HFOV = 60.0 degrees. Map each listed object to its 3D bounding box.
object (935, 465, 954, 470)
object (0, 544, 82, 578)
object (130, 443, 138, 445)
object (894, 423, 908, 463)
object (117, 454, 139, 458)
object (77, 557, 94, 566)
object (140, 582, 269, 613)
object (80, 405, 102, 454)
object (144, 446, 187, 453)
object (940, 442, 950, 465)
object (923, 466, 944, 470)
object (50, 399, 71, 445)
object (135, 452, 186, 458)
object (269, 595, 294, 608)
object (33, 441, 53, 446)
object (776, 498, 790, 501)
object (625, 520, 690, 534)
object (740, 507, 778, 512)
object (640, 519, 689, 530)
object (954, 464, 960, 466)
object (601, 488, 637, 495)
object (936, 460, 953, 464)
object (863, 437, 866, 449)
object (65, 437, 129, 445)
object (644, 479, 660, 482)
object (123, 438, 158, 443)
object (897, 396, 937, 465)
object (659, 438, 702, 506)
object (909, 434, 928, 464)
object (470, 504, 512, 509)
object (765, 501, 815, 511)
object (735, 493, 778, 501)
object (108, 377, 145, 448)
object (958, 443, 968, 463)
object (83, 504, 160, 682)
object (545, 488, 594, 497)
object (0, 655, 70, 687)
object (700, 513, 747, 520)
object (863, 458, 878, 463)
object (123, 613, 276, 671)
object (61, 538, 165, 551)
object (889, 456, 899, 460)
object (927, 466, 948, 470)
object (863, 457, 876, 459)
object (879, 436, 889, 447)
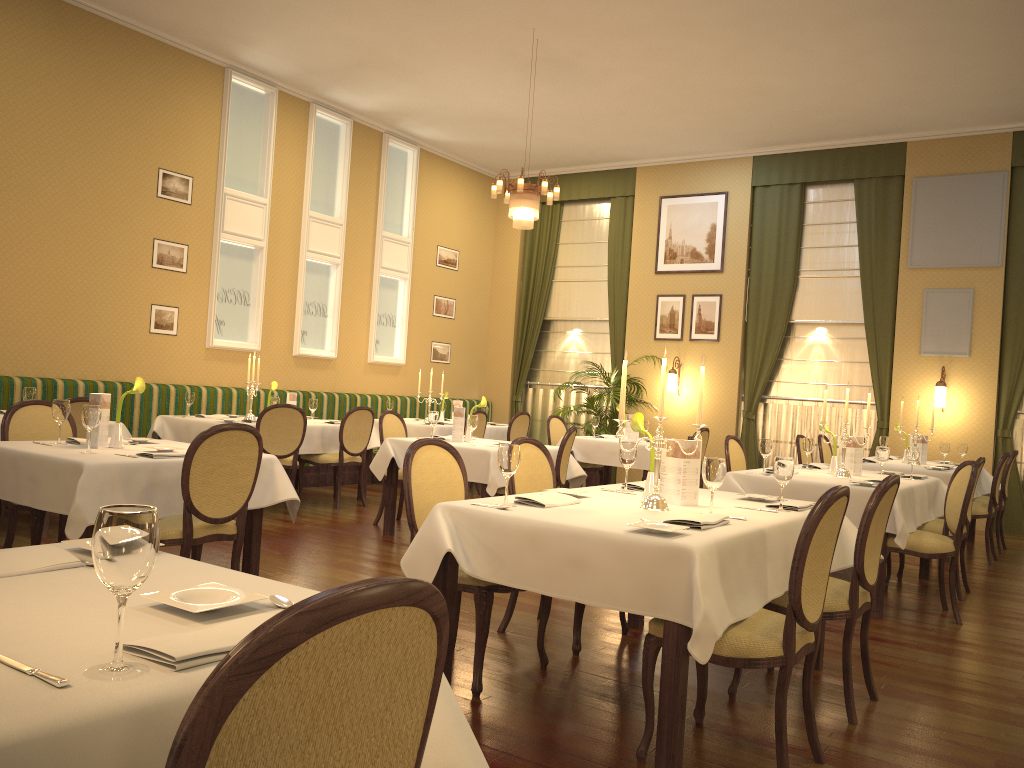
[{"bbox_3d":[3.815,0.737,7.842,0.142,0.033,0.273,4,-1,34],"label":"object"},{"bbox_3d":[-1.031,0.360,1.775,0.142,0.033,0.273,4,-1,34],"label":"object"},{"bbox_3d":[-2.106,0.321,4.862,0.181,0.015,0.038,3,-1,35],"label":"object"},{"bbox_3d":[3.723,0.562,8.446,0.076,0.375,0.163,4,-1,-34],"label":"object"},{"bbox_3d":[-1.826,0.336,4.192,0.185,0.010,0.017,4,-1,34],"label":"object"},{"bbox_3d":[-0.926,0.375,1.905,0.181,0.015,0.038,3,-1,35],"label":"object"},{"bbox_3d":[-0.552,0.393,1.594,0.160,0.024,0.160,4,-1,34],"label":"object"},{"bbox_3d":[-1.999,0.215,4.205,0.088,0.229,0.088,4,0,-8],"label":"object"},{"bbox_3d":[-1.762,0.337,4.505,0.160,0.024,0.160,4,-1,34],"label":"object"},{"bbox_3d":[3.908,0.643,8.013,0.088,0.229,0.088,4,0,-8],"label":"object"},{"bbox_3d":[3.678,0.733,7.736,0.181,0.015,0.038,3,-1,35],"label":"object"},{"bbox_3d":[-2.328,0.196,4.569,0.088,0.229,0.088,4,0,-8],"label":"object"},{"bbox_3d":[-1.665,0.343,4.312,0.142,0.024,0.273,4,-1,34],"label":"object"},{"bbox_3d":[-0.378,0.409,1.612,0.181,0.015,0.038,3,-1,35],"label":"object"},{"bbox_3d":[-2.375,0.302,4.494,0.185,0.010,0.017,3,-1,35],"label":"object"},{"bbox_3d":[1.305,0.543,4.115,0.181,0.015,0.038,3,-1,35],"label":"object"},{"bbox_3d":[0.474,0.473,2.884,0.160,0.024,0.160,4,-1,34],"label":"object"},{"bbox_3d":[1.021,0.523,3.715,0.185,0.010,0.017,4,-1,34],"label":"object"},{"bbox_3d":[0.520,0.481,3.040,0.181,0.015,0.038,3,-1,35],"label":"object"},{"bbox_3d":[4.386,0.785,8.600,0.142,0.024,0.273,4,-1,34],"label":"object"},{"bbox_3d":[0.487,0.490,4.041,0.185,0.010,0.017,3,-1,35],"label":"object"},{"bbox_3d":[4.289,0.779,8.793,0.160,0.024,0.160,4,-1,34],"label":"object"},{"bbox_3d":[3.142,0.592,8.001,0.088,0.229,0.088,4,0,-8],"label":"object"},{"bbox_3d":[-2.211,0.306,4.732,0.142,0.033,0.273,4,-1,34],"label":"object"},{"bbox_3d":[0.776,0.507,4.519,0.160,0.024,0.160,4,-1,34],"label":"object"},{"bbox_3d":[-2.086,0.319,4.972,0.160,0.024,0.160,4,-1,34],"label":"object"},{"bbox_3d":[3.745,0.425,8.213,0.390,0.655,0.131,4,0,0],"label":"object"},{"bbox_3d":[0.707,0.370,3.709,0.166,0.277,0.081,4,0,5],"label":"object"},{"bbox_3d":[3.865,0.622,8.405,0.166,0.277,0.081,4,0,5],"label":"object"},{"bbox_3d":[-0.077,0.443,3.234,0.181,0.015,0.038,3,-1,35],"label":"object"},{"bbox_3d":[1.228,0.533,3.904,0.142,0.024,0.273,4,-1,34],"label":"object"},{"bbox_3d":[1.131,0.527,4.097,0.160,0.024,0.160,4,-1,34],"label":"object"},{"bbox_3d":[-1.989,0.146,4.575,0.163,0.375,0.076,4,-1,11],"label":"object"},{"bbox_3d":[4.244,0.669,8.355,0.088,0.229,0.088,4,0,-8],"label":"object"},{"bbox_3d":[-0.543,0.287,1.237,0.088,0.229,0.088,4,0,-8],"label":"object"},{"bbox_3d":[0.239,0.464,3.752,0.160,0.024,0.160,4,-1,34],"label":"object"},{"bbox_3d":[-0.662,0.388,1.212,0.185,0.010,0.017,4,-1,34],"label":"object"},{"bbox_3d":[0.807,0.506,3.397,0.185,0.010,0.017,4,-1,34],"label":"object"},{"bbox_3d":[3.299,0.705,8.150,0.142,0.033,0.273,4,-1,34],"label":"object"},{"bbox_3d":[-0.455,0.399,1.401,0.142,0.024,0.273,4,-1,34],"label":"object"},{"bbox_3d":[-0.907,0.373,2.015,0.160,0.024,0.160,4,-1,34],"label":"object"},{"bbox_3d":[3.809,0.746,8.975,0.142,0.033,0.273,4,-1,34],"label":"object"},{"bbox_3d":[3.632,0.725,7.580,0.160,0.024,0.160,4,-1,34],"label":"object"},{"bbox_3d":[3.396,0.716,8.448,0.160,0.024,0.160,4,-1,34],"label":"object"},{"bbox_3d":[3.692,0.636,8.812,0.088,0.229,0.088,4,0,-8],"label":"object"}]
